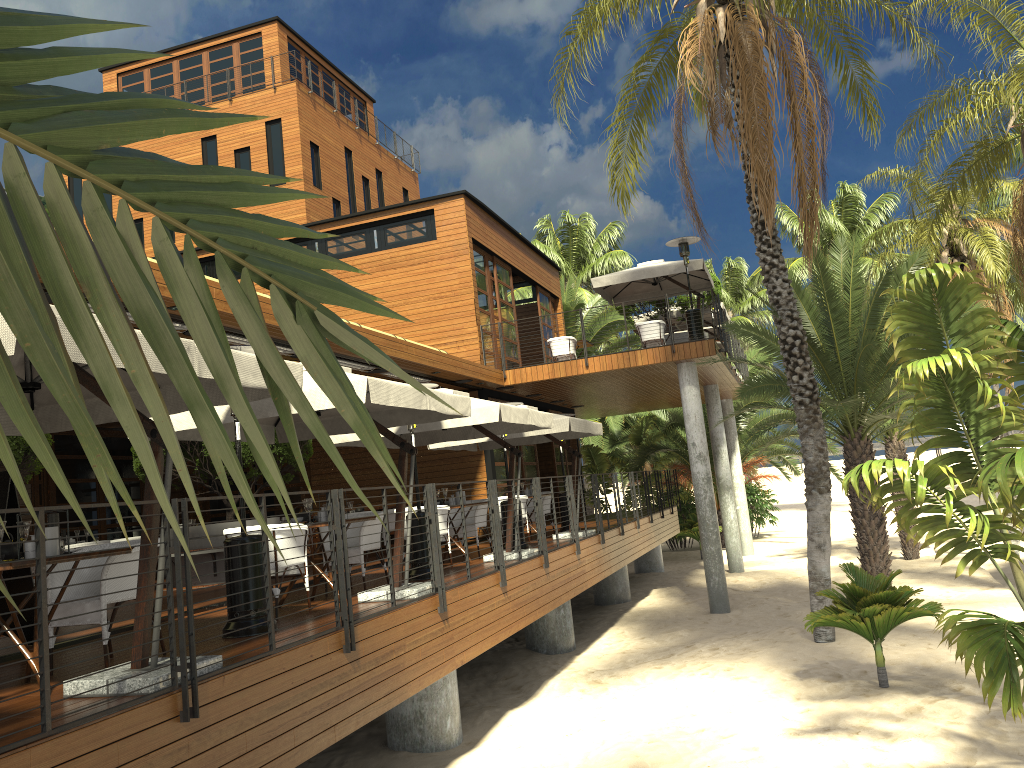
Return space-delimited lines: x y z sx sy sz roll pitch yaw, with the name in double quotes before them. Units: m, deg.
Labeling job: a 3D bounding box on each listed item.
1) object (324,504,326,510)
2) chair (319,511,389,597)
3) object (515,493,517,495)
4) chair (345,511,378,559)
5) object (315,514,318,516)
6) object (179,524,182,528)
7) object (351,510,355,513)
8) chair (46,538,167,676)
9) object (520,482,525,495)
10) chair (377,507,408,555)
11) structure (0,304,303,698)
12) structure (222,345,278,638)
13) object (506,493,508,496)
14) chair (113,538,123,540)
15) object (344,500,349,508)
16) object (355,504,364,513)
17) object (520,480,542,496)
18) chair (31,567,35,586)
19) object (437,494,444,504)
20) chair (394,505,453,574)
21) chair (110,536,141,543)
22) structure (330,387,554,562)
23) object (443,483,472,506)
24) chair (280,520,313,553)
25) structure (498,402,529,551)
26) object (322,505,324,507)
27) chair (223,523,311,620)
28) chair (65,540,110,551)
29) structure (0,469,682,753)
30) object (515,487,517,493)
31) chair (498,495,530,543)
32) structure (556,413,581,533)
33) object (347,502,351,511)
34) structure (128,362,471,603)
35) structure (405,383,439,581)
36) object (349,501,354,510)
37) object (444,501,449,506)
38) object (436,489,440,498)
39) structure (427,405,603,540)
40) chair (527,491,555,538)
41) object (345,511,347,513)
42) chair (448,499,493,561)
"object" -3.175 2.173 15.175 0.082 0.227 0.082 -3 -8 -21
"chair" -1.610 1.745 9.189 0.627 0.790 0.615 -9 -8 18
"object" 0.045 1.849 14.708 0.116 0.065 0.115 -6 -7 -2
"chair" -2.543 2.517 14.627 0.627 0.790 0.615 -2 -9 -27
"object" -3.395 2.311 15.493 0.086 0.086 0.086 -10 -8 27
"object" -6.009 2.570 15.998 0.263 0.264 0.263 -3 -8 -24
"object" -2.760 2.232 15.413 0.086 0.086 0.086 -10 -8 27
"chair" -2.665 1.454 5.882 0.627 0.790 0.615 -9 -8 18
"object" 0.179 1.739 14.631 0.082 0.227 0.082 -9 -8 18
"chair" -2.059 2.596 15.698 0.617 0.790 0.625 -2 -9 -27
"structure" -2.879 0.626 5.309 2.411 2.339 2.409 -9 -8 17
"structure" -2.083 0.789 6.813 0.699 2.198 0.697 -7 -8 5
"object" -0.066 1.852 14.725 0.086 0.086 0.086 -9 -8 17
"chair" -6.642 3.077 15.536 0.617 0.790 0.625 -2 -9 -27
"object" -3.010 2.174 15.451 0.263 0.264 0.263 -2 -8 -27
"object" -2.639 2.162 15.339 0.163 0.179 0.167 -3 -8 -24
"object" 0.319 1.736 14.847 0.263 0.264 0.263 -2 -8 -28
"chair" -7.201 2.897 13.578 0.615 0.790 0.627 -12 -10 38
"object" -0.994 1.533 11.693 0.163 0.179 0.167 -9 -8 19
"chair" -1.088 1.900 10.906 0.627 0.790 0.615 -9 -8 18
"chair" -6.006 2.774 13.638 0.626 0.790 0.616 -12 -10 38
"structure" -0.837 1.190 11.710 2.411 2.339 2.409 -9 -8 17
"object" -0.714 1.450 11.611 0.263 0.264 0.263 -2 -8 -28
"chair" -3.727 2.689 14.974 0.617 0.790 0.625 -2 -9 -27
"structure" -0.067 1.346 13.134 0.699 2.198 0.697 -7 -8 5
"object" -3.280 2.233 15.569 0.082 0.227 0.082 0 -10 -38
"chair" -2.121 1.614 7.668 0.627 0.790 0.615 -9 -8 18
"chair" -5.993 2.629 12.470 0.615 0.790 0.627 -12 -10 38
"structure" 0.588 1.856 12.214 0.163 1.156 26.222 -9 -7 17
"object" 0.039 1.819 14.929 0.163 0.179 0.167 -9 -8 19
"chair" -0.055 2.185 14.144 0.627 0.790 0.615 -9 -8 18
"structure" 0.946 1.626 16.307 0.699 2.198 0.697 -7 -8 5
"object" -2.875 2.205 15.700 0.082 0.227 0.082 -3 -8 -21
"structure" -1.858 0.908 8.509 2.411 2.339 2.409 -9 -8 17
"structure" -1.076 1.067 9.969 0.699 2.198 0.697 -7 -8 5
"object" -2.762 2.141 15.281 0.082 0.227 0.082 0 -10 -38
"object" -0.846 1.592 11.825 0.116 0.065 0.116 -8 -7 15
"object" -0.999 1.535 11.925 0.082 0.227 0.082 -9 -8 18
"structure" 0.184 1.472 14.910 2.411 2.339 2.409 -9 -8 17
"chair" 0.438 2.311 15.609 0.627 0.790 0.615 -9 -8 18
"object" -2.967 2.292 15.718 0.086 0.086 0.086 -9 -8 18
"chair" -0.595 2.026 12.371 0.627 0.790 0.615 -9 -8 18
